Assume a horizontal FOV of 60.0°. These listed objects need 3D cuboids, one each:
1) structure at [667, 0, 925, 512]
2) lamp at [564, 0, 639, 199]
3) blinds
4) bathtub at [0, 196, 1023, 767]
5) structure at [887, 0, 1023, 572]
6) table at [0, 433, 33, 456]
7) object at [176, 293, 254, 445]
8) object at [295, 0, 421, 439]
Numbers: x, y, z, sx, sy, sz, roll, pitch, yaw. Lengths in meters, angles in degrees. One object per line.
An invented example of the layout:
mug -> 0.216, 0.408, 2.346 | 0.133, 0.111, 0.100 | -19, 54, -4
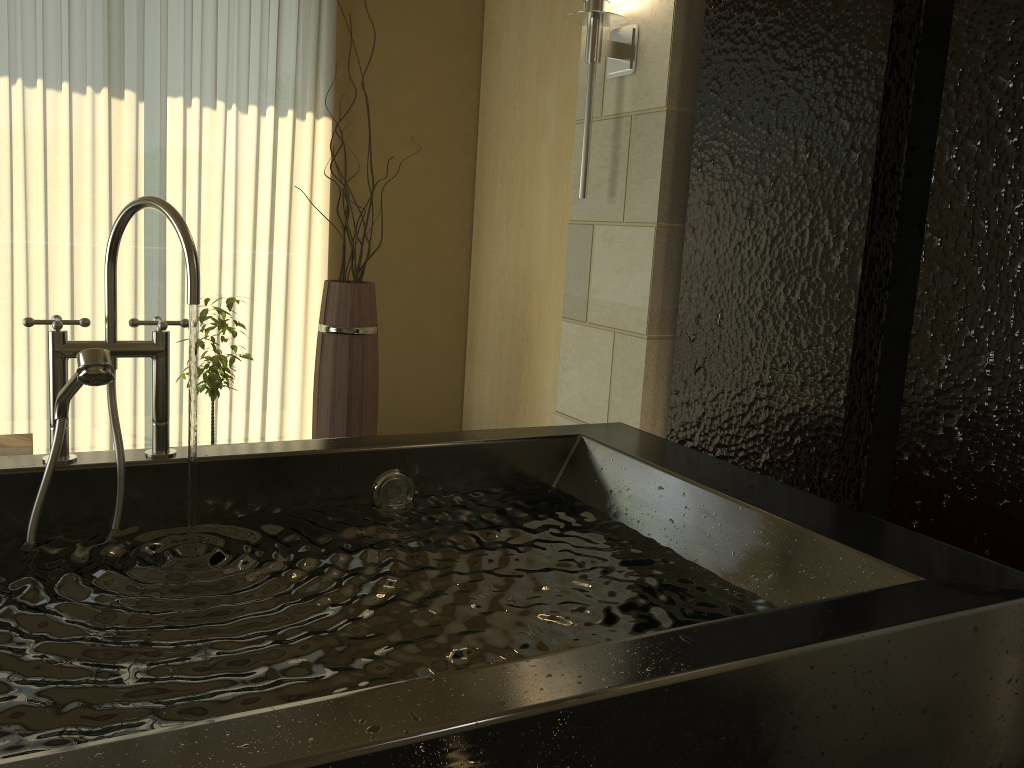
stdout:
structure -> 0.608, -0.060, 2.161 | 0.094, 2.063, 0.642 | -1, 10, -28
lamp -> 0.236, -0.948, 2.502 | 0.188, 0.835, 0.176 | -1, 10, -28
blinds -> -1.508, -0.802, 3.436 | 1.944, 2.574, 0.064 | -2, 10, -29
bathtub -> -0.436, 0.334, 1.200 | 2.132, 1.159, 1.070 | -2, 10, -28
structure -> 0.947, 0.068, 1.532 | 0.094, 2.063, 0.642 | -1, 10, -28
table -> -2.041, 0.427, 2.619 | 1.125, 0.399, 0.514 | -2, 11, -28
object -> -1.052, 0.131, 3.142 | 0.242, 0.927, 0.267 | 5, 9, 9
object -> -0.635, -0.499, 3.311 | 0.468, 2.175, 0.463 | 7, 10, 22
